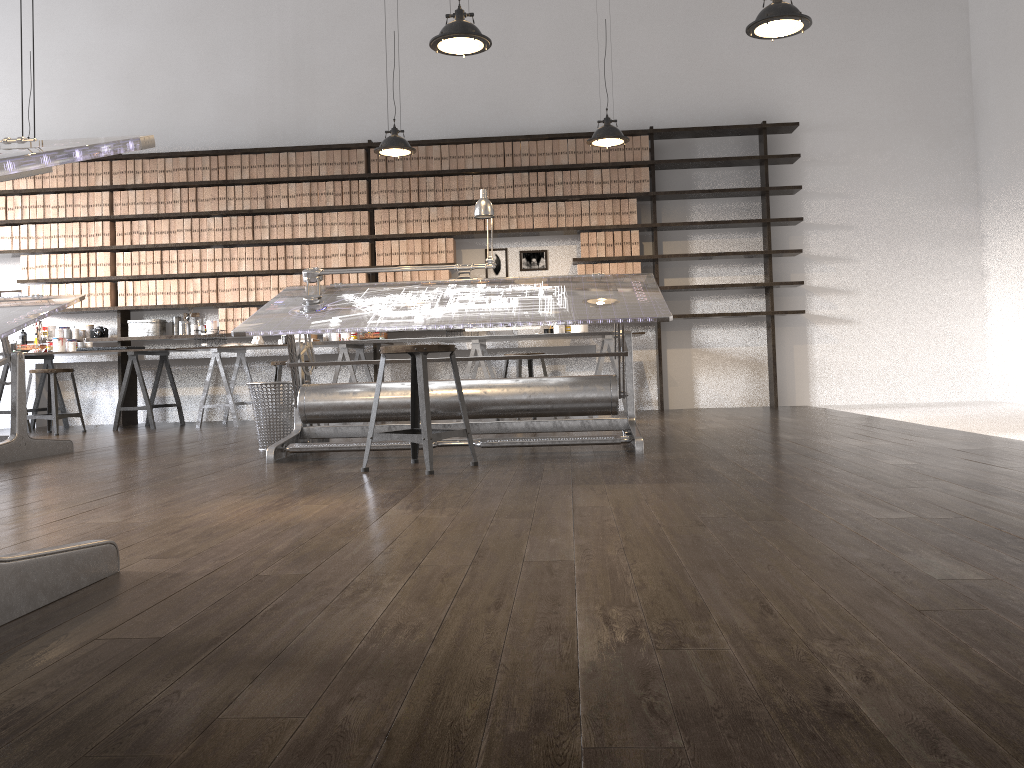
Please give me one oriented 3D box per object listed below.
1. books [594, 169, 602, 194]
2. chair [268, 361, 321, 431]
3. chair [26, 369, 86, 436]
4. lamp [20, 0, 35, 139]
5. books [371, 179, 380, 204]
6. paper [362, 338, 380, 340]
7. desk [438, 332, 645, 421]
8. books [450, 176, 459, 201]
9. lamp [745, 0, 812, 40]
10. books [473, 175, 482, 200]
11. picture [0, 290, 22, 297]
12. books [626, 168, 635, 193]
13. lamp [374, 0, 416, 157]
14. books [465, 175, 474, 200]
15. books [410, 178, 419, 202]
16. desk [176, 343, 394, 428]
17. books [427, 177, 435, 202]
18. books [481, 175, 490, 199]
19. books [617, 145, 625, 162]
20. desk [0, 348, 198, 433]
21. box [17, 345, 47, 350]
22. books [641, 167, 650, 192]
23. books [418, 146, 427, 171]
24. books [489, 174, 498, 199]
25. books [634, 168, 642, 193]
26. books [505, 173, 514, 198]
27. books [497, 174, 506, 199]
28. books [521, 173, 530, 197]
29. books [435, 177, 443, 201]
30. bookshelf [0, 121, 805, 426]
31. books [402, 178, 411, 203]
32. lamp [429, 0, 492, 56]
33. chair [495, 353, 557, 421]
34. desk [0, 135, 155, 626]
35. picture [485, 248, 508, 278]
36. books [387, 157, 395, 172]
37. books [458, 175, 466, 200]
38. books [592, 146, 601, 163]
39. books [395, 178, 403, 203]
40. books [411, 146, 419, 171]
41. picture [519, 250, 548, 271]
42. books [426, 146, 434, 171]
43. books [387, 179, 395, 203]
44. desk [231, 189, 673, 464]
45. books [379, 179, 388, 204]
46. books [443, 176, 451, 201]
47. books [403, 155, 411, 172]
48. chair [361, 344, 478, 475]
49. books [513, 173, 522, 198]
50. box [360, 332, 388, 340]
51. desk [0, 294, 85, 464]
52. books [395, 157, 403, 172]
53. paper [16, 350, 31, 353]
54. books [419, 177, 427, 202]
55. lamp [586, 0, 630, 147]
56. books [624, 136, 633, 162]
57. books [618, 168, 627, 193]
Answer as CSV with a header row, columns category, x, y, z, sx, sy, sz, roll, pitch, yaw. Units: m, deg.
category,x,y,z,sx,sy,sz,roll,pitch,yaw
books,0.751,-1.754,7.778,0.067,0.226,0.174,-2,-1,4
chair,-1.706,0.087,6.879,0.372,0.529,0.358,-1,-1,-23
chair,-3.670,0.146,7.069,0.371,0.529,0.358,-2,-1,12
lamp,-3.671,-2.739,6.704,0.311,2.256,0.312,-1,-2,-17
books,-1.202,-1.694,7.898,0.067,0.226,0.174,-2,-1,4
paper,-1.208,-0.367,7.430,0.155,0.038,0.137,-2,1,18
desk,0.252,-0.058,7.374,1.668,0.671,0.655,-2,0,4
books,-0.501,-1.715,7.851,0.067,0.226,0.174,-2,-1,4
lamp,1.260,-2.853,4.340,0.311,2.256,0.312,-1,-2,-17
books,-0.299,-1.722,7.840,0.067,0.226,0.174,-2,-1,4
picture,-4.659,-0.781,8.251,0.251,0.184,0.023,-2,-2,4
books,1.032,-1.762,7.757,0.067,0.226,0.174,-2,-1,4
lamp,-0.893,-2.824,6.533,0.310,2.256,0.312,-3,-2,28
books,-0.372,-1.719,7.847,0.067,0.226,0.174,-2,-1,4
books,-0.856,-1.705,7.874,0.067,0.226,0.174,-2,-1,4
desk,-1.884,0.008,7.505,1.668,0.671,0.655,-2,0,4
books,-0.710,-1.709,7.866,0.067,0.226,0.174,-2,-1,4
books,-0.229,-1.724,7.840,0.067,0.226,0.174,-2,-1,4
books,0.947,-2.038,7.775,0.067,0.226,0.174,-2,-1,4
desk,-3.644,0.062,7.613,1.668,0.671,0.655,-2,0,4
box,-4.203,-0.304,7.769,0.212,0.083,0.137,-2,0,3
books,1.162,-1.766,7.752,0.067,0.226,0.174,-2,-1,4
books,-0.784,-1.984,7.878,0.067,0.226,0.174,-2,-1,4
books,-0.159,-1.726,7.837,0.067,0.226,0.174,-2,-1,4
books,1.099,-1.765,7.758,0.067,0.226,0.174,-2,-1,4
books,-0.018,-1.730,7.822,0.067,0.226,0.174,-2,-1,4
books,-0.090,-1.728,7.829,0.067,0.226,0.174,-2,-1,4
books,0.117,-1.735,7.818,0.067,0.226,0.174,-2,-1,4
books,-0.639,-1.711,7.866,0.067,0.226,0.174,-2,-1,4
bookshelf,-2.054,-0.549,8.000,9.175,3.213,0.373,-2,-2,4
books,-0.929,-1.702,7.884,0.067,0.226,0.174,-2,-1,4
lamp,-0.291,-2.805,4.436,0.310,2.256,0.312,-3,-2,28
chair,0.103,0.031,6.794,0.358,0.529,0.371,-1,-1,-28
desk,-1.772,-0.249,1.541,2.068,1.389,1.075,-2,-1,4
picture,-0.139,-1.078,7.980,0.201,0.285,0.022,-2,-2,3
books,-1.064,-1.976,7.901,0.067,0.226,0.174,-2,-1,4
books,-0.434,-1.718,7.852,0.067,0.226,0.174,-2,-1,4
books,0.739,-2.031,7.787,0.067,0.226,0.174,-2,-1,4
books,-0.995,-1.700,7.886,0.067,0.226,0.174,-2,-1,4
books,-0.851,-1.982,7.888,0.067,0.226,0.174,-2,-1,4
picture,0.194,-1.109,7.959,0.251,0.184,0.023,-2,-2,4
books,-0.717,-1.987,7.878,0.067,0.226,0.174,-2,-1,4
books,-1.058,-1.698,7.885,0.067,0.226,0.174,-2,-1,4
desk,-0.265,-0.354,4.640,2.068,1.389,1.075,-2,-1,4
books,-1.130,-1.696,7.890,0.067,0.226,0.174,-2,-1,4
books,-0.568,-1.713,7.861,0.067,0.226,0.174,-2,-1,4
books,-0.922,-1.980,7.892,0.067,0.226,0.174,-2,-1,4
chair,-0.391,0.103,3.748,0.371,0.529,0.358,-2,-1,32
books,0.054,-1.732,7.817,0.067,0.226,0.174,-2,-1,4
box,-1.185,-0.459,7.586,0.212,0.207,0.137,-2,-1,4
desk,-3.609,-0.252,4.845,2.279,1.389,1.075,-2,-1,4
books,-0.993,-1.978,7.892,0.067,0.226,0.174,-2,-1,4
paper,-4.196,-0.275,7.614,0.155,0.038,0.137,-2,1,-11
books,-0.780,-1.707,7.875,0.067,0.226,0.174,-2,-1,4
lamp,0.658,-2.872,6.438,0.310,2.256,0.312,-3,-2,28
books,1.021,-2.040,7.772,0.067,0.226,0.174,-2,-1,4
books,0.963,-1.760,7.769,0.067,0.226,0.174,-2,-1,4
